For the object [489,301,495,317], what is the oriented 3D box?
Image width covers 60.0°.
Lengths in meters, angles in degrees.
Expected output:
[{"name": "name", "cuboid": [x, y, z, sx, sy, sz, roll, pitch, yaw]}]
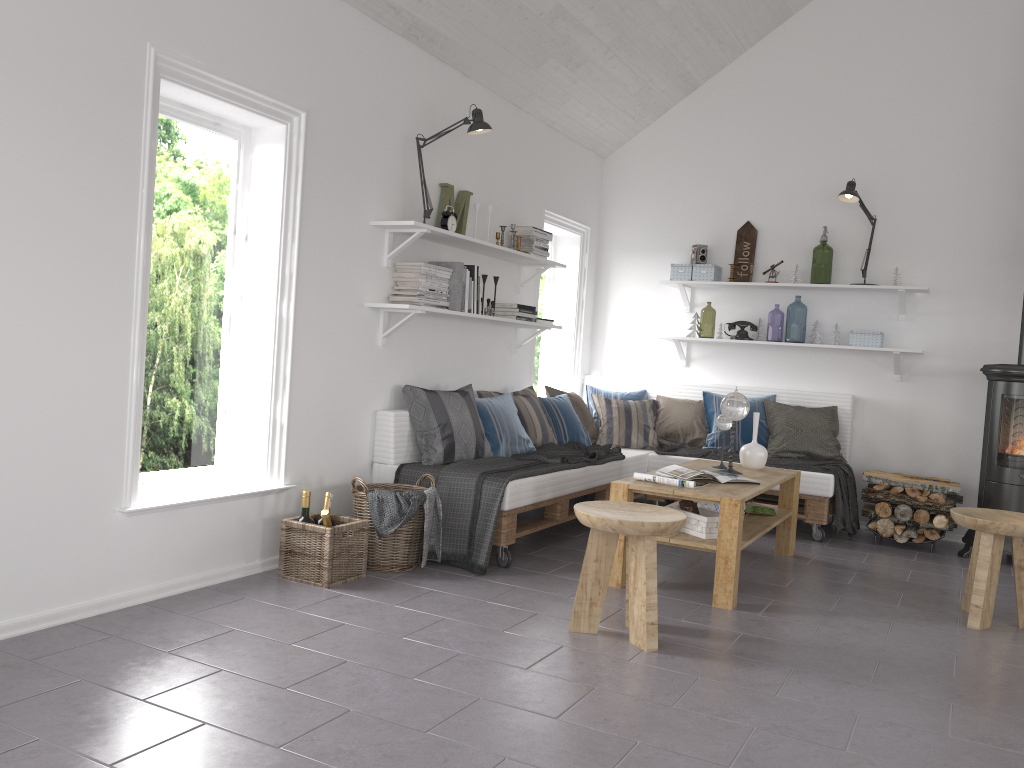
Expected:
[{"name": "object", "cuboid": [-0.116, -0.444, 5.273, 0.032, 0.102, 0.058, 5, 2, 23]}]

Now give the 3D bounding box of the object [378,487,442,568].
[{"name": "object", "cuboid": [-0.533, 0.665, 4.206, 0.349, 0.356, 0.290, 5, 2, 22]}]

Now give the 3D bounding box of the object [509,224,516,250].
[{"name": "object", "cuboid": [0.002, -0.882, 5.354, 0.066, 0.160, 0.066, 4, 2, 14]}]

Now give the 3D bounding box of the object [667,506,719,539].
[{"name": "object", "cuboid": [0.876, 0.648, 4.166, 0.155, 0.102, 0.281, 3, 2, -29]}]

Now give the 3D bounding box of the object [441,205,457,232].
[{"name": "object", "cuboid": [-0.343, -0.890, 4.841, 0.050, 0.165, 0.120, 5, 2, 28]}]

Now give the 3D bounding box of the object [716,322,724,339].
[{"name": "object", "cuboid": [1.515, -0.387, 6.431, 0.072, 0.124, 0.068, 4, 2, 12]}]

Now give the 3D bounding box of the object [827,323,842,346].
[{"name": "object", "cuboid": [2.238, -0.345, 6.136, 0.088, 0.161, 0.093, 5, 3, 37]}]

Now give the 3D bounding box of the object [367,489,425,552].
[{"name": "object", "cuboid": [-0.554, 0.648, 4.151, 0.303, 0.332, 0.367, 3, 2, -16]}]

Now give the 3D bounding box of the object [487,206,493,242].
[{"name": "object", "cuboid": [-0.140, -0.940, 5.328, 0.084, 0.256, 0.084, 4, 2, -4]}]

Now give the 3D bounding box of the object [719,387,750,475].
[{"name": "object", "cuboid": [1.195, 0.247, 4.788, 0.155, 0.468, 0.155, 4, 2, 6]}]

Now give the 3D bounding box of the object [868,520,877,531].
[{"name": "object", "cuboid": [2.395, 0.894, 5.830, 0.052, 0.056, 0.561, 5, 2, 28]}]

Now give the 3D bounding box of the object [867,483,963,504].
[{"name": "object", "cuboid": [2.600, 0.703, 5.727, 0.562, 0.057, 0.097, 5, 2, 27]}]

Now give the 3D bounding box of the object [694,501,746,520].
[{"name": "object", "cuboid": [1.016, 0.622, 4.453, 0.302, 0.161, 0.302, 5, 2, 24]}]

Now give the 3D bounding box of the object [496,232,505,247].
[{"name": "object", "cuboid": [-0.084, -0.845, 5.193, 0.088, 0.085, 0.088, 2, 3, -40]}]

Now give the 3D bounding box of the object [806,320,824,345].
[{"name": "object", "cuboid": [2.136, -0.363, 6.225, 0.103, 0.178, 0.097, 4, 2, -9]}]

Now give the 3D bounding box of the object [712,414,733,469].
[{"name": "object", "cuboid": [1.190, 0.309, 4.989, 0.109, 0.329, 0.109, 4, 2, -4]}]

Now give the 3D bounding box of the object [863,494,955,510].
[{"name": "object", "cuboid": [2.525, 0.762, 5.610, 0.562, 0.063, 0.095, 5, 2, 28]}]

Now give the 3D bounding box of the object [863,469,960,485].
[{"name": "object", "cuboid": [2.536, 0.619, 5.648, 0.562, 0.074, 0.095, 5, 2, 28]}]

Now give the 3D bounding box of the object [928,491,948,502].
[{"name": "object", "cuboid": [2.702, 0.680, 5.606, 0.098, 0.088, 0.466, 5, 2, 29]}]

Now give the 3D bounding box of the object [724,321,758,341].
[{"name": "object", "cuboid": [1.657, -0.386, 6.431, 0.171, 0.146, 0.203, 2, 3, -39]}]

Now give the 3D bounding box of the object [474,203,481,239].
[{"name": "object", "cuboid": [-0.216, -0.943, 5.284, 0.084, 0.256, 0.084, 4, 2, -4]}]

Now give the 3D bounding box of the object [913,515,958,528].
[{"name": "object", "cuboid": [2.576, 0.862, 5.747, 0.562, 0.063, 0.095, 5, 2, 28]}]

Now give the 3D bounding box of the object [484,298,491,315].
[{"name": "object", "cuboid": [-0.143, -0.455, 5.323, 0.032, 0.117, 0.058, 6, 3, 39]}]

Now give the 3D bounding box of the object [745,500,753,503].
[{"name": "object", "cuboid": [1.193, 0.629, 4.810, 0.195, 0.029, 0.176, 5, 3, 38]}]

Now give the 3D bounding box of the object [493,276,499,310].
[{"name": "object", "cuboid": [-0.105, -0.528, 5.432, 0.085, 0.259, 0.085, 4, 2, -4]}]

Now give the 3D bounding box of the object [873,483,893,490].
[{"name": "object", "cuboid": [2.422, 0.653, 5.750, 0.098, 0.061, 0.467, 5, 2, 29]}]

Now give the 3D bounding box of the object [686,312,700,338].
[{"name": "object", "cuboid": [1.363, -0.438, 6.575, 0.113, 0.195, 0.107, 5, 2, 34]}]

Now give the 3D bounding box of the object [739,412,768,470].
[{"name": "object", "cuboid": [1.376, 0.324, 5.032, 0.155, 0.325, 0.155, 4, 2, -2]}]

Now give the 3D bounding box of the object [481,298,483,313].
[{"name": "object", "cuboid": [-0.190, -0.457, 5.271, 0.032, 0.117, 0.058, 4, 2, 2]}]

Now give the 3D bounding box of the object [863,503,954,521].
[{"name": "object", "cuboid": [2.620, 0.864, 5.845, 0.569, 0.078, 0.115, 5, 2, 28]}]

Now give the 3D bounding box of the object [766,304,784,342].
[{"name": "object", "cuboid": [1.873, -0.430, 6.298, 0.111, 0.270, 0.111, 2, 3, -44]}]

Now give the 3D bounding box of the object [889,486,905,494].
[{"name": "object", "cuboid": [2.499, 0.662, 5.717, 0.098, 0.060, 0.467, 5, 2, 31]}]

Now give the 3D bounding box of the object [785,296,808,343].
[{"name": "object", "cuboid": [1.997, -0.452, 6.225, 0.137, 0.335, 0.137, 5, 2, 17]}]

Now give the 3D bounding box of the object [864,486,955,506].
[{"name": "object", "cuboid": [2.576, 0.741, 5.761, 0.539, 0.070, 0.101, 5, 2, 29]}]

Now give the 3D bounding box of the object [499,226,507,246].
[{"name": "object", "cuboid": [-0.058, -0.883, 5.342, 0.055, 0.153, 0.055, 4, 2, 5]}]

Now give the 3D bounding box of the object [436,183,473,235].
[{"name": "object", "cuboid": [-0.338, -0.971, 5.083, 0.052, 0.311, 0.330, 5, 2, 28]}]

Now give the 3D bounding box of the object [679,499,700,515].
[{"name": "object", "cuboid": [0.853, 0.623, 4.226, 0.090, 0.139, 0.182, 4, 2, -7]}]

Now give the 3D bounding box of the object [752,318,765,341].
[{"name": "object", "cuboid": [1.787, -0.393, 6.413, 0.127, 0.176, 0.007, 5, 2, 33]}]

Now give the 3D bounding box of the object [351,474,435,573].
[{"name": "object", "cuboid": [-0.574, 0.649, 4.220, 0.393, 0.432, 0.393, 4, 2, 14]}]

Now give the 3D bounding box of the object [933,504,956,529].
[{"name": "object", "cuboid": [2.724, 0.818, 5.616, 0.118, 0.142, 0.520, 5, 2, 31]}]

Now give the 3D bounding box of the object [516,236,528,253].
[{"name": "object", "cuboid": [0.040, -0.853, 5.445, 0.124, 0.100, 0.124, 2, 3, -40]}]

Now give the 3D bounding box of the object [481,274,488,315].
[{"name": "object", "cuboid": [-0.174, -0.530, 5.362, 0.085, 0.259, 0.085, 4, 2, -4]}]

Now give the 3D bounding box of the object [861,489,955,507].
[{"name": "object", "cuboid": [2.518, 0.723, 5.647, 0.538, 0.082, 0.099, 5, 2, 27]}]

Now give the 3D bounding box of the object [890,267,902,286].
[{"name": "object", "cuboid": [2.578, -0.716, 5.953, 0.072, 0.142, 0.073, 3, 2, -30]}]

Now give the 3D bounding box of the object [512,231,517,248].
[{"name": "object", "cuboid": [0.007, -0.885, 5.534, 0.055, 0.153, 0.055, 4, 2, -5]}]

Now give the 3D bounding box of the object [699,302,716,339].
[{"name": "object", "cuboid": [1.439, -0.468, 6.515, 0.111, 0.270, 0.111, 2, 3, -44]}]

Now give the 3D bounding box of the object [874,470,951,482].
[{"name": "object", "cuboid": [2.624, 0.624, 5.815, 0.467, 0.063, 0.095, 5, 2, 27]}]

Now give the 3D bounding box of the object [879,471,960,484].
[{"name": "object", "cuboid": [2.592, 0.623, 5.736, 0.541, 0.070, 0.101, 5, 2, 29]}]
